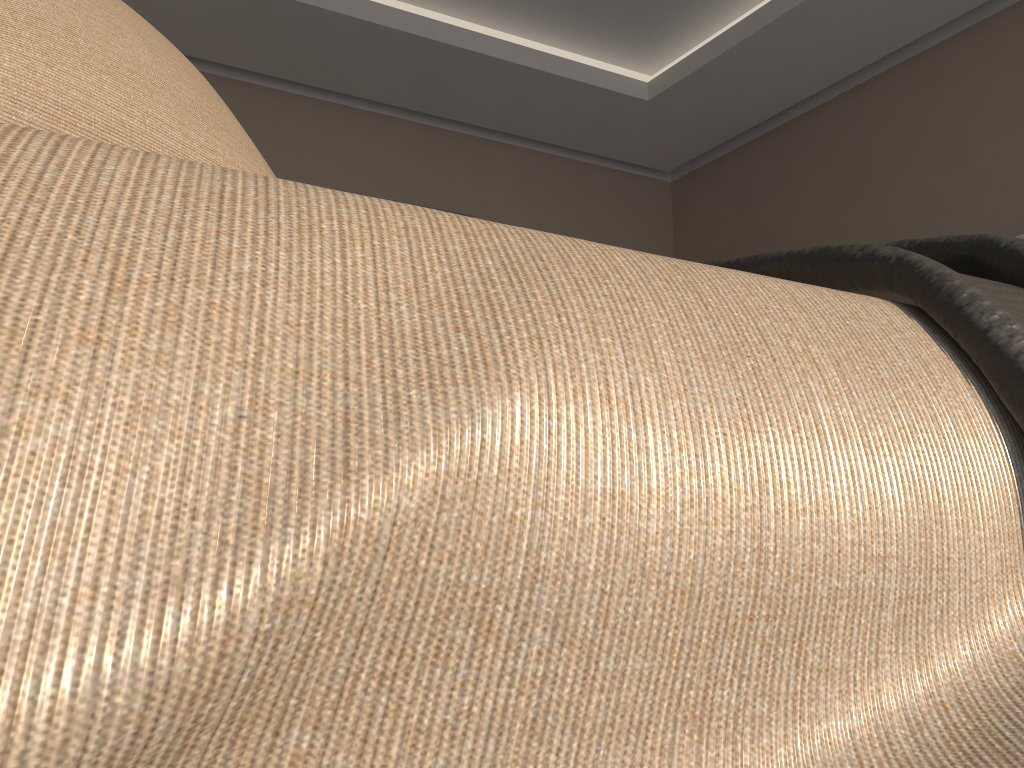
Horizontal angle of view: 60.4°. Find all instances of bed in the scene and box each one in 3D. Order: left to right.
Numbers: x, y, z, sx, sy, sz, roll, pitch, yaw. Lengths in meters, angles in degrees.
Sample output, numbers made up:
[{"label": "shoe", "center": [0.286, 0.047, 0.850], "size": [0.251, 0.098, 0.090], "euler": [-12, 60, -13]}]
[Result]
[{"label": "bed", "center": [-0.323, 0.353, 1.040], "size": [2.398, 0.625, 2.185], "euler": [5, -14, -26]}]

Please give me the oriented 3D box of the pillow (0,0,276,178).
[{"label": "pillow", "center": [-0.666, -0.234, 0.944], "size": [0.939, 0.519, 1.201], "euler": [5, -14, -24]}]

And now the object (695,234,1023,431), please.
[{"label": "object", "center": [0.096, 0.221, 1.303], "size": [0.647, 0.323, 1.956], "euler": [5, -14, -25]}]

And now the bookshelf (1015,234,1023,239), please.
[{"label": "bookshelf", "center": [1.965, -0.028, 2.611], "size": [0.243, 1.206, 4.288], "euler": [9, -17, -34]}]
